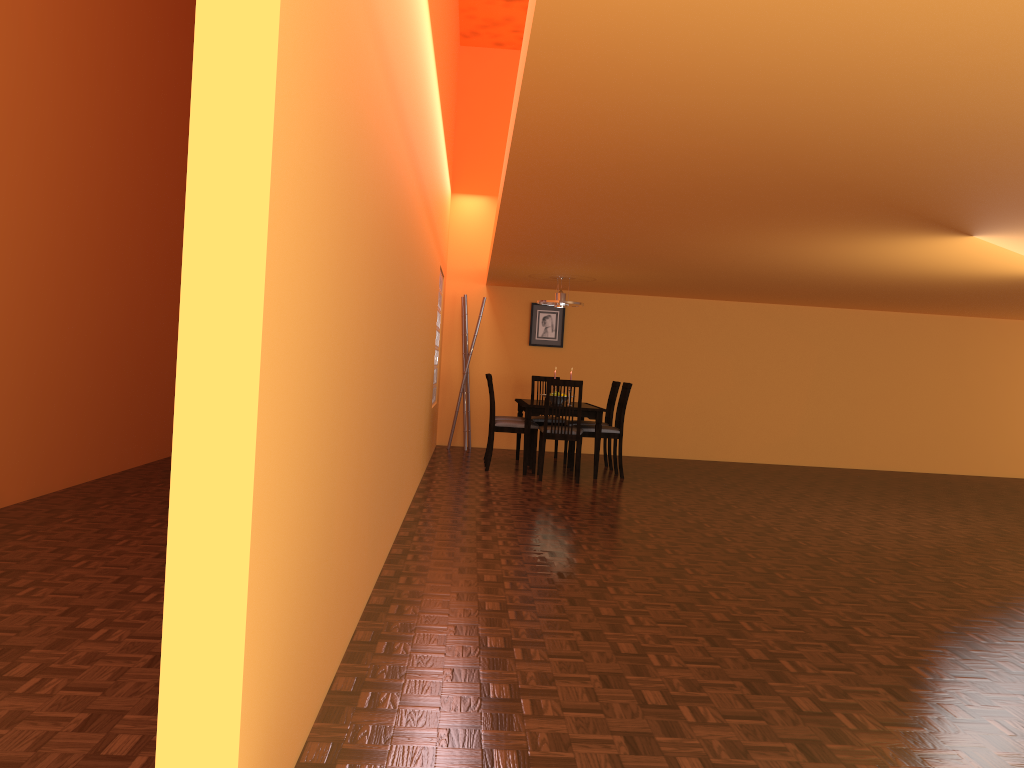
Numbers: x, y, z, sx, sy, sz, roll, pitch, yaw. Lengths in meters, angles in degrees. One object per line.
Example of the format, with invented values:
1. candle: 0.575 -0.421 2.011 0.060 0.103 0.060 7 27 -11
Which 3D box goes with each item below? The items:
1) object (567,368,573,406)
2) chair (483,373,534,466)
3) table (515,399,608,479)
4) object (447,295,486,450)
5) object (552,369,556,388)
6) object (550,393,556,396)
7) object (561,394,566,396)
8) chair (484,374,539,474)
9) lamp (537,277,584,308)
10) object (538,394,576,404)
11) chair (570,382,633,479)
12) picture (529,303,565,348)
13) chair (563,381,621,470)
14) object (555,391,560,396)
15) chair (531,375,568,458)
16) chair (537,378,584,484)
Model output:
1. object: 0.493 0.020 7.496 0.044 0.326 0.044 3 1 -14
2. chair: -0.035 0.319 8.078 0.465 0.809 0.373 3 1 -3
3. table: 0.383 0.463 7.804 0.697 0.584 1.259 3 1 -3
4. object: -0.461 -0.114 9.087 0.308 1.589 0.226 4 1 19
5. object: 0.385 0.003 8.033 0.044 0.326 0.044 3 1 -14
6. object: 0.364 0.119 7.727 0.089 0.076 0.087 4 1 4
7. object: 0.440 0.106 7.671 0.046 0.046 0.055 3 1 -20
8. chair: -0.009 0.332 7.502 0.465 0.809 0.373 3 1 -3
9. lamp: 0.448 -0.835 8.098 0.435 0.274 0.435 4 1 20
10. object: 0.392 0.136 7.756 0.337 0.072 0.337 3 1 -36
11. chair: 0.755 0.378 7.536 0.465 0.809 0.373 3 1 -3
12. picture: 0.372 -0.620 9.364 0.361 0.456 0.014 3 1 -3
13. chair: 0.729 0.365 8.112 0.465 0.809 0.373 3 1 -3
14. object: 0.389 0.099 7.827 0.069 0.066 0.069 4 1 7
15. chair: 0.337 0.333 8.539 0.373 0.809 0.465 3 1 -8
16. chair: 0.395 0.365 7.077 0.373 0.809 0.465 4 1 2
